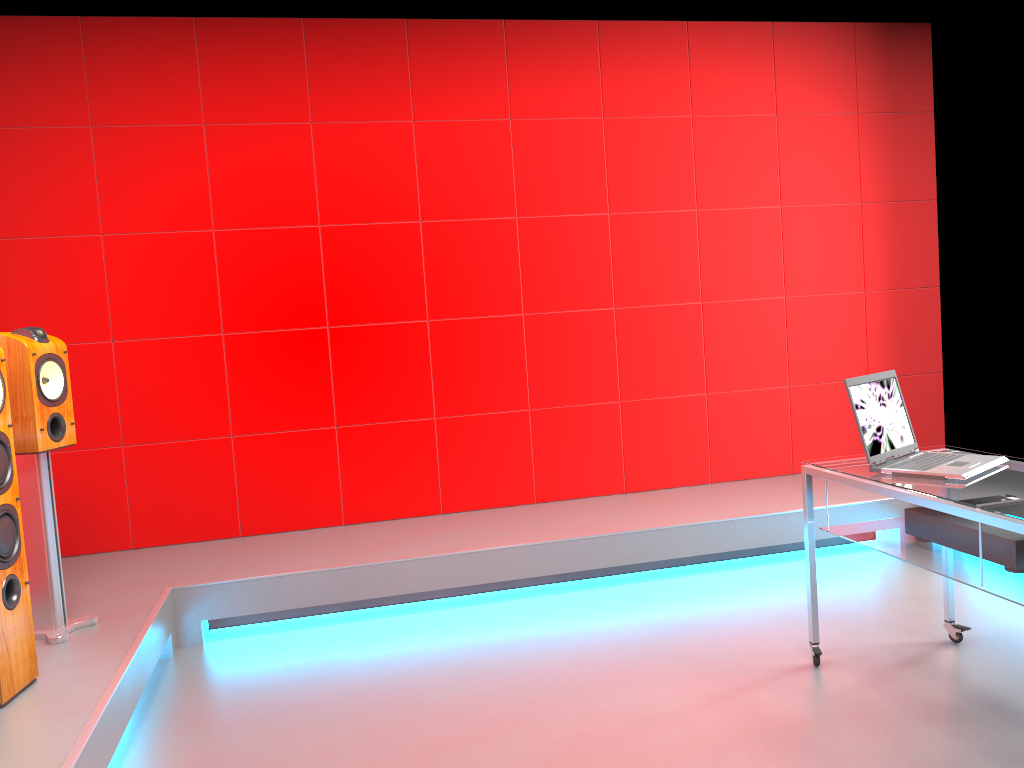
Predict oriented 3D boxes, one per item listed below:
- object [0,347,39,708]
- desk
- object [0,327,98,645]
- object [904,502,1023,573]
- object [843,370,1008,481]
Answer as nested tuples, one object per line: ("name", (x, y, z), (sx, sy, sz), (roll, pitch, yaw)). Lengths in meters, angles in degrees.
("object", (-1.548, 0.370, 2.498), (0.238, 1.052, 0.203), (-4, 4, -2))
("desk", (1.428, 0.619, 2.252), (0.594, 0.690, 1.617), (-5, 4, -12))
("object", (-1.647, 0.337, 3.037), (0.265, 1.058, 0.231), (-3, 4, 8))
("object", (1.416, 0.420, 2.516), (0.365, 0.092, 0.435), (-5, 4, -12))
("object", (1.249, 0.112, 2.676), (0.342, 0.285, 0.340), (-8, 5, -42))
